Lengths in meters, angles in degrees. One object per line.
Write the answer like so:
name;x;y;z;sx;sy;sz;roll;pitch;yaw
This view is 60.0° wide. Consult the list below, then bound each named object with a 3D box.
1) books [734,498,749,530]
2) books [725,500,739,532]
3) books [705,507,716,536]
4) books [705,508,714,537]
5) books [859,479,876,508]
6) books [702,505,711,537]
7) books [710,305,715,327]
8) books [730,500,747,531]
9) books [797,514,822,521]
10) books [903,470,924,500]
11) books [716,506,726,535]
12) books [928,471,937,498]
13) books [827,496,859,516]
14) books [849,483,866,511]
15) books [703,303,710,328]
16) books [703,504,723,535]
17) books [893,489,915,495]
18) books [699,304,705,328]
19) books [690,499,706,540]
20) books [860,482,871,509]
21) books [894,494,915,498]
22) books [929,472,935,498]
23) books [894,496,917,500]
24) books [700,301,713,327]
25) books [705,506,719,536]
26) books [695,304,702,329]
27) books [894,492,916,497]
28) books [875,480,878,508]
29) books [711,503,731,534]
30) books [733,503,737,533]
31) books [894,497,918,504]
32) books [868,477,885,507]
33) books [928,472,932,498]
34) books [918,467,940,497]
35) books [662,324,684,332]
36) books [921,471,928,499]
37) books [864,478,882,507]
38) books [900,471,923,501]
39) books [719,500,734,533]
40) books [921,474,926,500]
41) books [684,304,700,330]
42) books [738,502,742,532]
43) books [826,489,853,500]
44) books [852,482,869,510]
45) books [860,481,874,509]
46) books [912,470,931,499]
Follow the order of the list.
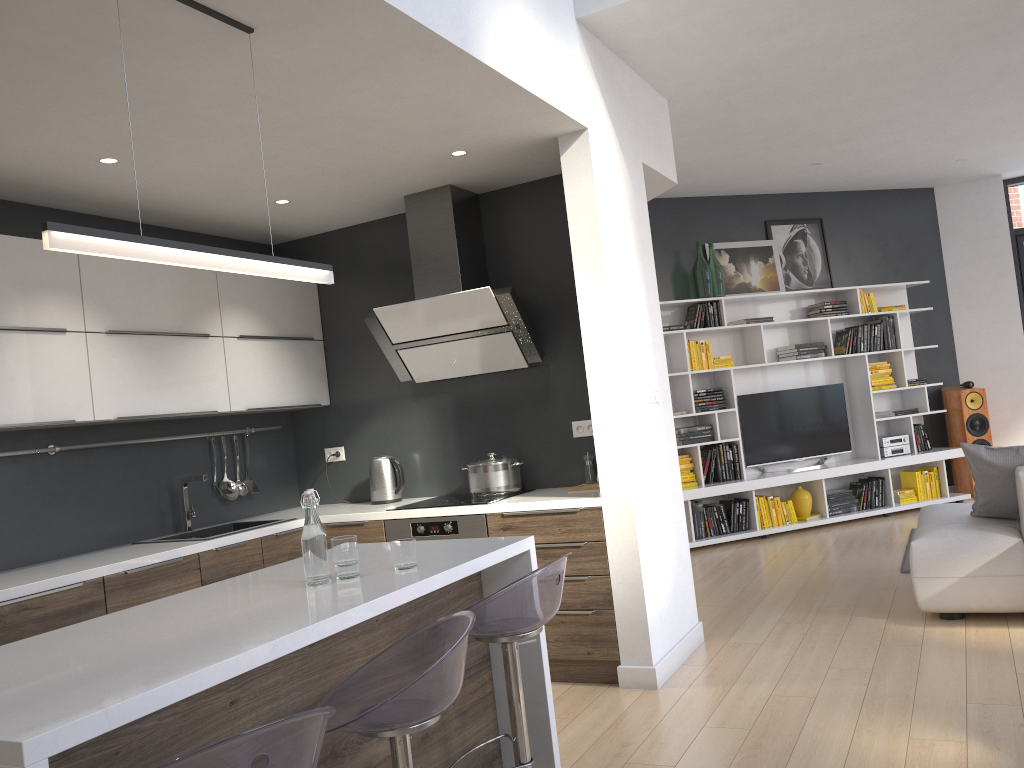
books;1.939;1.099;7.504;0.066;0.260;0.197;-6;-2;-18
books;1.846;1.111;7.474;0.075;0.254;0.192;-6;-2;-19
books;1.623;1.144;7.382;0.049;0.236;0.170;-6;-2;-18
books;1.598;1.146;7.381;0.053;0.240;0.189;-6;-2;-18
books;3.160;0.973;7.897;0.075;0.254;0.192;-6;-2;-19
books;1.565;1.134;7.375;0.053;0.268;0.202;-6;-2;-18
books;1.687;-0.573;7.621;0.021;0.200;0.147;-6;-2;-18
books;1.908;1.107;7.492;0.084;0.249;0.191;-6;-2;-18
books;2.511;1.154;7.686;0.204;0.029;0.270;-5;-2;-33
books;3.652;0.918;8.059;0.015;0.263;0.199;-6;-2;-18
books;1.700;1.132;7.403;0.066;0.242;0.177;-6;-2;-18
books;3.793;0.915;8.102;0.024;0.234;0.172;-6;-2;-18
books;2.828;1.067;7.811;0.343;0.137;0.277;-6;-2;-23
books;3.047;0.995;7.855;0.104;0.234;0.182;-6;-2;-18
books;1.640;-0.576;7.606;0.021;0.221;0.156;-6;-2;-18
books;1.669;1.130;7.402;0.066;0.255;0.193;-6;-2;-19
books;3.512;0.974;8.012;0.186;0.026;0.138;-6;-2;-18
books;1.595;-0.569;7.590;0.074;0.212;0.154;-6;-2;-19
books;1.476;1.121;7.352;0.128;0.321;0.259;-6;-2;-18
books;3.111;0.989;7.866;0.081;0.233;0.169;-6;-2;-19
books;3.522;1.008;7.983;0.169;0.018;0.113;-6;-2;-17
books;3.769;0.918;8.090;0.024;0.234;0.172;-6;-2;-18
books;3.523;1.022;8.003;0.196;0.011;0.148;-6;-2;-18
books;1.661;-0.585;7.619;0.025;0.232;0.176;-6;-2;-18
books;1.646;1.137;7.382;0.050;0.242;0.169;-6;-2;-19
books;1.564;-0.565;7.593;0.087;0.214;0.171;-6;-2;-18
books;3.522;0.993;8.000;0.187;0.014;0.134;-6;-2;-18
books;3.188;0.977;7.900;0.068;0.243;0.179;-6;-2;-19
books;1.732;1.125;7.417;0.083;0.249;0.191;-6;-2;-18
books;1.832;1.119;7.442;0.069;0.242;0.172;-6;-2;-17
books;3.526;1.045;7.998;0.190;0.033;0.147;-6;-2;-18
books;3.253;0.961;7.928;0.066;0.260;0.197;-6;-2;-18
books;3.745;0.918;8.086;0.023;0.239;0.169;-6;-2;-18
books;3.816;0.895;8.117;0.029;0.270;0.204;-6;-2;-18
books;1.283;-0.454;7.472;0.268;0.046;0.208;-6;-2;-15
books;3.691;0.918;8.069;0.019;0.251;0.180;-6;-2;-18
books;3.221;0.969;7.916;0.084;0.249;0.191;-6;-2;-18
books;3.624;0.923;8.047;0.044;0.255;0.198;-6;-2;-18
books;1.801;1.113;7.462;0.066;0.260;0.197;-6;-2;-18
books;3.678;0.931;8.044;0.024;0.229;0.156;-6;-2;-18
books;1.535;-0.563;7.577;0.096;0.213;0.166;-6;-2;-20
books;1.876;1.113;7.469;0.071;0.243;0.179;-6;-2;-19
books;2.805;0.977;7.833;0.310;0.047;0.250;-6;-2;-23
books;3.077;0.993;7.870;0.096;0.234;0.187;-6;-2;-18
books;3.147;0.981;7.865;0.069;0.242;0.172;-6;-2;-17
books;3.717;0.915;8.075;0.035;0.250;0.185;-6;-2;-18
